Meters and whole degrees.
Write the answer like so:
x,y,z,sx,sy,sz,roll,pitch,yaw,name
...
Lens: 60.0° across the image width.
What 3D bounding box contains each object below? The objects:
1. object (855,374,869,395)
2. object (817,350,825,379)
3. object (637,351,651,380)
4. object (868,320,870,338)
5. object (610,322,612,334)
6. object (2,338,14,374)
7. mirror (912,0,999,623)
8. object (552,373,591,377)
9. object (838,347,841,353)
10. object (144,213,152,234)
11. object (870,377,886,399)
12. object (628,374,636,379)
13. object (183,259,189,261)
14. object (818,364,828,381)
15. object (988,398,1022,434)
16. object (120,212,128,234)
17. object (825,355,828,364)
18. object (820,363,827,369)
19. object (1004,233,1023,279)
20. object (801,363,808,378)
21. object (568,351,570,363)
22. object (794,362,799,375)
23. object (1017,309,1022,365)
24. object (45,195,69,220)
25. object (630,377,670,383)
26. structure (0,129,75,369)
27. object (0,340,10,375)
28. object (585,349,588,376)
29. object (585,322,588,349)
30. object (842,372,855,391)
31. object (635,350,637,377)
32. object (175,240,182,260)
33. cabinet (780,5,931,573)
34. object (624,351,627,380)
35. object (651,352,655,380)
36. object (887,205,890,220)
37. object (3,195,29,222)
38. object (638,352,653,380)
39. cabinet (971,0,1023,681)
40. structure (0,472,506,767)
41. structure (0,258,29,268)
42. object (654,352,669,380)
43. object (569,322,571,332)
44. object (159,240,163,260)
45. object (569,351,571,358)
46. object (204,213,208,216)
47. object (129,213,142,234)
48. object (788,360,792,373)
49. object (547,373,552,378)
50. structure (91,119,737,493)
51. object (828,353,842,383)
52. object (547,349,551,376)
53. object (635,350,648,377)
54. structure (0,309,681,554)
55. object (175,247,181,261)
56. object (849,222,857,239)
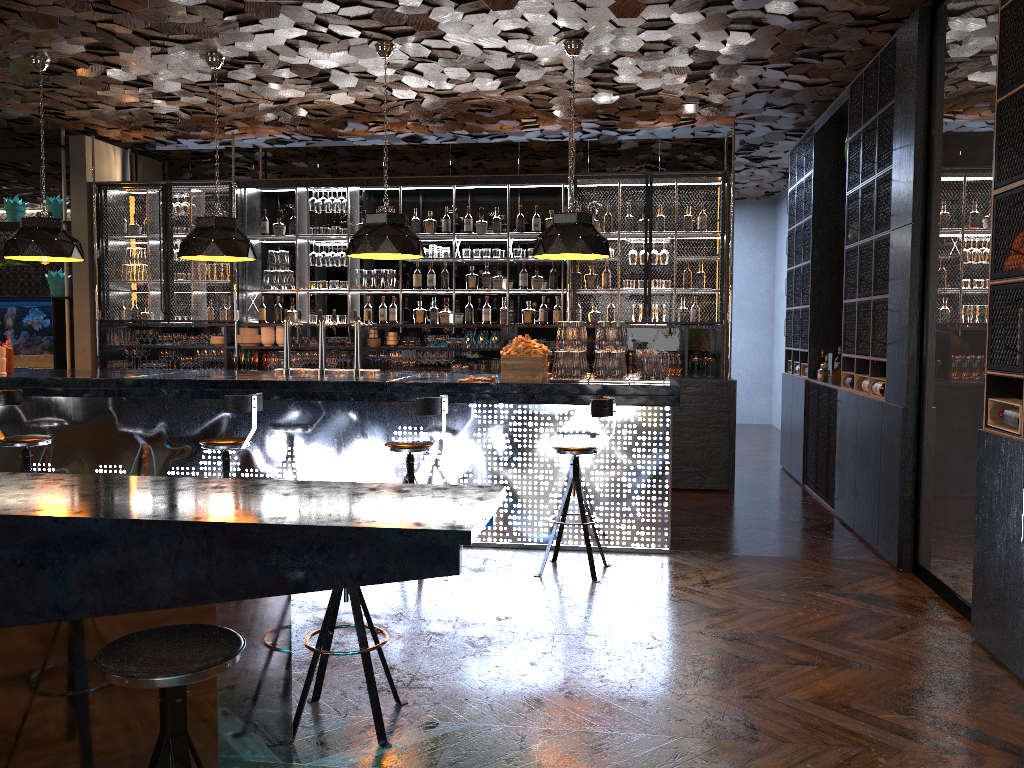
x,y,z,sx,sy,sz,roll,pitch,yaw,name
2.684,0.003,6.647,0.122,0.132,0.396,1,4,7,object
3.000,-0.186,8.576,0.080,0.279,0.080,-2,4,-34,object
0.955,-0.132,6.399,0.105,0.209,0.105,3,4,32,object
2.746,-0.350,6.648,0.131,0.280,0.208,0,4,-11,object
0.781,-0.360,6.655,0.105,0.209,0.105,3,4,32,object
-3.956,-0.220,6.944,0.080,0.277,0.091,3,5,40,object
2.482,-0.536,4.920,0.026,3.551,1.194,1,4,7,mirror
0.458,-0.063,6.781,0.273,0.019,0.437,1,4,7,object
3.039,-0.188,8.233,0.086,0.313,0.086,-3,5,-39,object
-4.001,-1.760,9.741,0.075,0.261,0.075,-2,4,-34,object
2.628,0.028,6.219,0.123,0.132,0.396,1,4,8,object
1.020,-0.057,6.730,0.273,0.019,0.437,1,4,7,object
-3.596,-1.465,9.768,0.081,0.213,0.081,1,4,13,object
2.896,-0.104,8.206,0.106,0.164,0.106,0,4,-3,object
2.360,0.148,4.141,0.122,0.132,0.396,1,4,10,object
-4.287,-1.765,9.803,0.075,0.260,0.075,-2,4,-34,object
2.986,-0.158,8.424,0.065,0.237,0.065,-1,4,-24,object
2.994,-0.111,8.323,0.228,0.164,0.117,1,4,9,object
2.381,-0.602,4.113,0.138,0.222,0.278,1,4,7,object
2.982,-0.133,8.838,0.122,0.132,0.396,1,4,7,object
0.377,-0.138,6.431,0.105,0.209,0.105,3,4,32,object
3.044,-0.160,9.259,0.123,0.132,0.396,1,4,7,object
2.524,-0.204,4.109,0.152,0.297,0.361,0,4,-1,object
-5.022,-1.922,9.778,0.265,0.325,0.245,0,4,1,object
0.975,-0.029,6.286,0.273,0.019,0.437,1,4,7,object
-6.791,-0.997,10.145,4.269,3.734,0.705,1,4,7,structure
-3.920,-0.205,6.811,0.081,0.264,0.099,2,4,28,object
0.540,-0.165,6.872,0.105,0.209,0.105,3,4,32,object
0.527,-0.370,6.797,0.105,0.209,0.105,3,4,32,object
2.741,-0.023,7.068,0.122,0.133,0.396,1,4,7,object
1.000,-0.159,6.844,0.105,0.209,0.105,3,4,32,object
-3.614,-1.456,9.626,0.081,0.213,0.081,1,4,13,object
3.034,-0.688,7.677,0.691,3.514,4.416,1,4,7,cabinet
0.776,-0.135,6.400,0.105,0.209,0.105,3,4,32,object
1.001,-0.124,6.272,0.105,0.209,0.105,3,4,32,object
2.735,-1.175,6.145,0.266,0.239,0.265,-1,4,-14,object
-5.502,-1.928,9.844,0.255,0.325,0.244,3,4,34,object
0.928,-0.118,6.172,0.105,0.209,0.105,-1,4,-18,object
2.308,-0.344,2.118,0.691,3.514,4.416,1,4,7,cabinet
-2.517,0.835,3.034,4.941,0.998,0.673,1,4,7,structure
-7.042,-0.839,8.962,1.873,3.561,4.073,1,4,9,structure
1.034,-0.116,6.146,0.105,0.209,0.105,-1,4,-18,object
0.409,-0.364,6.690,0.105,0.209,0.105,3,4,32,object
-3.795,-1.458,9.649,0.081,0.213,0.081,1,4,13,object
0.407,-0.159,6.758,0.105,0.209,0.105,3,4,32,object
-3.330,-1.736,9.653,0.108,0.244,0.108,0,4,-4,object
-4.138,-1.751,9.744,0.108,0.244,0.108,0,4,-4,object
3.105,-0.187,9.682,0.122,0.132,0.396,1,4,10,object
0.158,-0.067,6.822,0.273,0.019,0.437,1,4,7,object
-1.162,-0.824,9.237,6.750,3.553,1.143,1,4,7,structure
2.921,-0.145,7.980,0.116,0.264,0.144,1,4,7,object
0.253,-0.168,6.928,0.105,0.209,0.105,3,4,32,object
0.974,-0.145,6.617,0.105,0.209,0.105,-1,4,-18,object
-1.783,0.255,6.883,6.009,1.685,1.214,1,4,7,structure
-3.681,-1.466,9.779,0.081,0.213,0.081,1,4,13,object
2.836,-1.213,6.999,0.192,0.221,0.403,-1,4,-23,object
